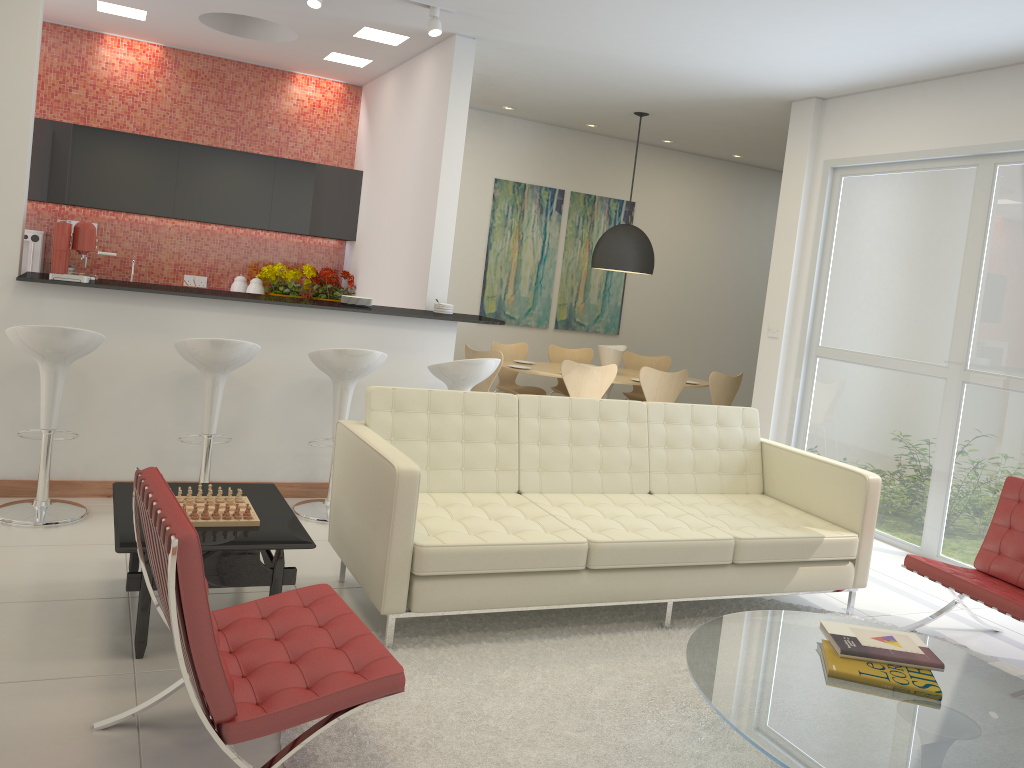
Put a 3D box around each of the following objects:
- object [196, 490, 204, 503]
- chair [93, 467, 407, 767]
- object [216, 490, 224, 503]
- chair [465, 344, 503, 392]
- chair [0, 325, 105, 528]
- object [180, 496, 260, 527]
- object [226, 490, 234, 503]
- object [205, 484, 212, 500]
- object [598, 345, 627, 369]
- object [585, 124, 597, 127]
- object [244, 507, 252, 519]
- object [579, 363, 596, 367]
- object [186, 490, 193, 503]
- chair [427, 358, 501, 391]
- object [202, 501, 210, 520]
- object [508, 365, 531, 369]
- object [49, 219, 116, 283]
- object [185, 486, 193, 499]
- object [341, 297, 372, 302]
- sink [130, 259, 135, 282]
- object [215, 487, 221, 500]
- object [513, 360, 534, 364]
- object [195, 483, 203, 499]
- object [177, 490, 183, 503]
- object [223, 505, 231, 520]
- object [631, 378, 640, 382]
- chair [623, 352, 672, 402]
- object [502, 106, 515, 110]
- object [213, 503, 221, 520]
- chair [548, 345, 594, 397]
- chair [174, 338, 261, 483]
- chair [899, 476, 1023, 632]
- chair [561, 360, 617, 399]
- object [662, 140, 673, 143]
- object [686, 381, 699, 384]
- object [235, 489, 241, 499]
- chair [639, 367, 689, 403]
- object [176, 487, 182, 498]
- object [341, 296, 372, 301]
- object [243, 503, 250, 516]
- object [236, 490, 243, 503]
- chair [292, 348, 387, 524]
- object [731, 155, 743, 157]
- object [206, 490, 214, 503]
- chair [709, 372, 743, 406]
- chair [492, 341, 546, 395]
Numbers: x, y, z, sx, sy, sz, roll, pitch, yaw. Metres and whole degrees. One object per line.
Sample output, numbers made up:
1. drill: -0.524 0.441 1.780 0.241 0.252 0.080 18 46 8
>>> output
1. object: -1.289 0.463 3.662 0.030 0.049 0.030 5 4 -18
2. chair: -0.755 0.715 2.556 0.705 0.814 0.704 4 6 -30
3. object: -1.217 0.467 3.696 0.030 0.049 0.030 5 4 -18
4. chair: -0.160 0.134 7.770 0.515 0.903 0.524 3 6 -41
5. chair: -2.391 0.185 4.577 0.456 1.017 0.467 6 4 -14
6. object: -1.233 0.513 3.583 0.359 0.021 0.362 4 7 -25
7. object: -1.181 0.470 3.713 0.030 0.049 0.030 5 4 -18
8. object: -1.269 0.452 3.715 0.030 0.064 0.030 5 4 -18
9. object: 0.941 -0.237 8.455 0.271 0.279 0.262 8 5 10
10. object: 0.827 -2.690 9.213 0.130 0.010 0.129 9 7 19
11. object: -1.045 0.512 3.514 0.030 0.044 0.030 5 5 -18
12. object: 0.754 -0.187 8.968 0.210 0.015 0.211 6 7 -8
13. object: -1.325 0.461 3.645 0.030 0.049 0.030 5 4 -18
14. chair: -0.357 0.312 5.541 0.456 1.017 0.467 4 5 -39
15. object: -1.188 0.490 3.445 0.030 0.069 0.030 5 4 -18
16. object: 0.068 -0.149 7.955 0.210 0.015 0.211 6 7 -3
17. object: -2.393 -0.743 4.962 0.320 0.335 0.323 4 5 -25
18. object: -1.342 0.452 3.681 0.030 0.054 0.030 5 4 -18
19. object: -1.039 -0.562 5.938 0.211 0.015 0.211 9 7 18
20. sink: -3.275 -0.806 7.645 0.806 0.536 0.419 4 5 -25
21. object: -1.233 0.459 3.732 0.030 0.054 0.030 5 4 -18
22. object: 0.117 -0.207 8.496 0.210 0.015 0.211 6 7 -3
23. object: -1.305 0.447 3.698 0.030 0.069 0.030 5 4 -18
24. object: -1.361 0.458 3.628 0.030 0.049 0.030 5 4 -18
25. object: -1.117 0.502 3.480 0.030 0.054 0.030 5 4 -18
26. object: 1.182 -0.027 8.034 0.211 0.015 0.210 9 7 21
27. chair: 1.373 0.153 9.143 0.521 0.903 0.518 7 4 -1
28. object: -0.036 -2.743 8.805 0.130 0.010 0.129 9 7 19
29. object: -1.152 0.495 3.462 0.030 0.064 0.030 5 4 -18
30. chair: 0.616 0.090 8.919 0.520 0.903 0.519 5 4 -21
31. chair: -1.675 0.230 4.915 0.456 1.017 0.467 6 4 -14
32. chair: 2.351 0.899 4.110 0.705 0.814 0.704 5 5 -20
33. chair: 0.556 0.235 7.628 0.520 0.903 0.518 5 4 -18
34. object: 1.689 -2.636 9.620 0.130 0.010 0.129 9 7 19
35. object: 1.678 -0.015 8.432 0.211 0.015 0.210 10 8 29
36. object: -1.162 0.469 3.767 0.030 0.044 0.030 5 5 -18
37. chair: 1.213 0.279 7.909 0.520 0.903 0.519 5 5 -25
38. object: -1.378 0.451 3.664 0.030 0.052 0.030 4 5 -33
39. object: -1.038 -0.569 5.938 0.211 0.015 0.211 9 7 18
40. object: -1.061 0.503 3.550 0.030 0.049 0.030 5 4 -18
41. object: -1.145 0.472 3.730 0.030 0.049 0.030 5 4 -18
42. chair: -1.016 0.271 5.226 0.456 1.017 0.467 6 4 -14
43. object: 2.551 -2.582 10.028 0.130 0.010 0.129 9 7 19
44. object: -1.253 0.465 3.679 0.030 0.049 0.030 5 4 -18
45. chair: 1.812 0.306 8.286 0.520 0.903 0.518 3 6 -42
46. chair: 0.058 0.067 8.554 0.518 0.903 0.520 11 6 44
